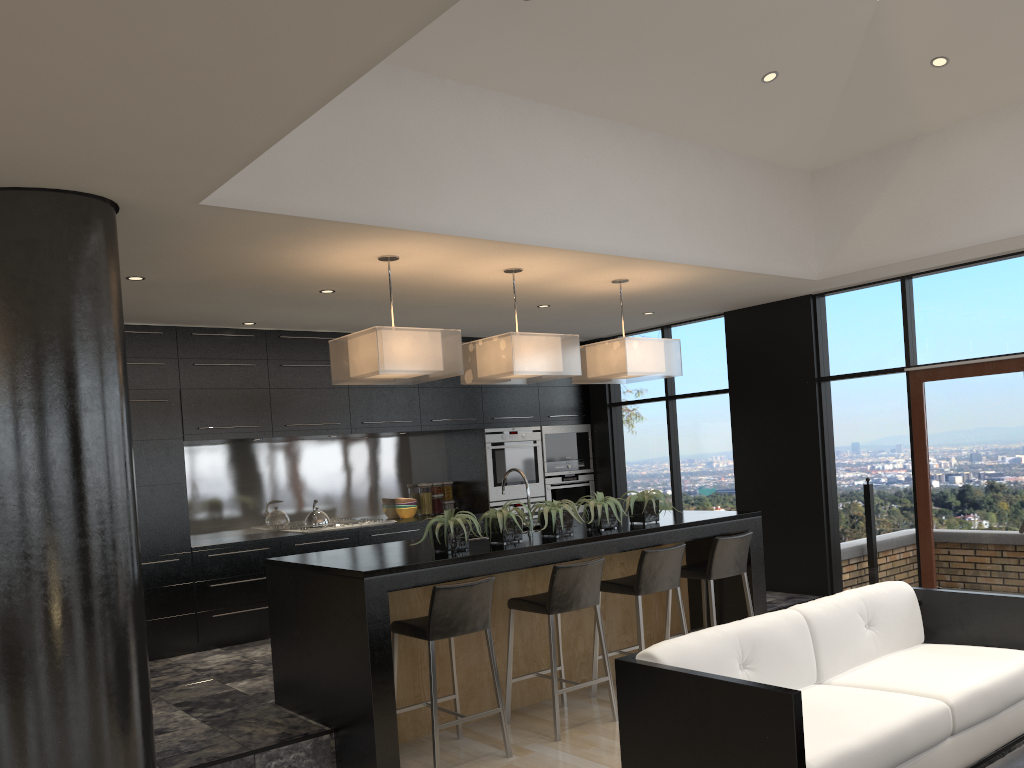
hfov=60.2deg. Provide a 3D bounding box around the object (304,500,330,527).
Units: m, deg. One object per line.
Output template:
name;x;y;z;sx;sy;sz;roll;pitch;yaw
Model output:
object;-1.707;1.124;7.712;0.222;0.230;0.220;-6;-2;44

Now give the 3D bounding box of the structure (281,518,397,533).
structure;-1.550;1.278;7.930;0.898;0.066;0.523;0;-6;-38

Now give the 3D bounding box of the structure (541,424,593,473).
structure;0.581;0.666;9.206;0.675;0.474;0.027;-2;-1;-38

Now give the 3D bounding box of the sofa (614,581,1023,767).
sofa;1.479;1.380;3.777;2.028;0.802;0.842;-1;-3;-38

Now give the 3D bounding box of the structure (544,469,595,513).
structure;0.612;1.129;9.213;0.677;0.445;0.070;-2;-1;-38

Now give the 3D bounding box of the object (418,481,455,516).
object;-0.758;1.150;8.876;0.364;0.315;0.114;-2;-1;-38

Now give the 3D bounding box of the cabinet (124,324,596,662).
cabinet;-1.574;0.846;7.921;5.715;2.523;0.730;-1;-1;-38

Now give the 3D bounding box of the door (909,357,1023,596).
door;3.345;0.848;6.343;0.095;1.992;0.900;-5;0;-39

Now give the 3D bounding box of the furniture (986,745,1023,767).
furniture;1.860;1.425;2.655;0.826;0.482;0.831;-1;-4;-38

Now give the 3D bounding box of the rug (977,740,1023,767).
rug;2.144;1.677;3.093;3.027;0.011;2.494;0;-6;-37

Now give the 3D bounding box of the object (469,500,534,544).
object;-0.044;0.802;5.122;0.397;0.239;0.408;-3;-3;-14

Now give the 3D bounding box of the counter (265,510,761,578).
counter;0.148;0.965;5.628;3.108;0.032;1.185;0;-6;-38

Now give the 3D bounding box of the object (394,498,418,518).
object;-1.033;1.207;8.626;0.204;0.205;0.186;-2;-2;-37

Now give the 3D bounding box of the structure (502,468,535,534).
structure;-0.030;1.069;5.859;2.771;1.017;0.658;-1;-3;-39

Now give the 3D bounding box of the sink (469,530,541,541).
sink;-0.028;1.086;5.791;0.920;0.159;0.463;0;-5;-38

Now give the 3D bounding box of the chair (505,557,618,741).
chair;0.269;1.491;5.115;0.474;0.963;0.521;-4;0;-38

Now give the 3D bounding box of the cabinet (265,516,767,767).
cabinet;0.184;1.499;5.636;3.108;1.036;1.185;-1;-4;-38

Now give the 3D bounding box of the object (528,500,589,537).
object;0.312;0.809;5.371;0.406;0.217;0.399;-3;-3;-14

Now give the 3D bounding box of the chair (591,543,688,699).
chair;0.817;1.489;5.548;0.474;0.963;0.521;-4;0;-38

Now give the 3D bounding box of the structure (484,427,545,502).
structure;0.027;0.787;8.774;0.699;0.706;0.086;-2;0;-38

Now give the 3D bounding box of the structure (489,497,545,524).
structure;0.075;1.507;8.785;0.699;0.706;0.086;-2;0;-38

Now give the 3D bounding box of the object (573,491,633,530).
object;0.605;0.797;5.606;0.406;0.239;0.399;-3;-3;-14

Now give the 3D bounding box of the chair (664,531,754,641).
chair;1.344;1.488;5.966;0.474;0.963;0.521;-4;0;-38

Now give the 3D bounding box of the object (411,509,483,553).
object;-0.381;0.806;4.887;0.406;0.239;0.399;-3;-3;-14

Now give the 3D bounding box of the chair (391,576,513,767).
chair;-0.346;1.493;4.627;0.474;0.963;0.521;-4;0;-38

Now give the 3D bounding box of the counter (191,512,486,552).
counter;-1.560;1.304;7.946;2.855;0.034;0.734;0;-6;-38

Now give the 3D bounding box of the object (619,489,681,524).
object;0.873;0.813;5.891;0.397;0.217;0.408;-3;-3;-14
